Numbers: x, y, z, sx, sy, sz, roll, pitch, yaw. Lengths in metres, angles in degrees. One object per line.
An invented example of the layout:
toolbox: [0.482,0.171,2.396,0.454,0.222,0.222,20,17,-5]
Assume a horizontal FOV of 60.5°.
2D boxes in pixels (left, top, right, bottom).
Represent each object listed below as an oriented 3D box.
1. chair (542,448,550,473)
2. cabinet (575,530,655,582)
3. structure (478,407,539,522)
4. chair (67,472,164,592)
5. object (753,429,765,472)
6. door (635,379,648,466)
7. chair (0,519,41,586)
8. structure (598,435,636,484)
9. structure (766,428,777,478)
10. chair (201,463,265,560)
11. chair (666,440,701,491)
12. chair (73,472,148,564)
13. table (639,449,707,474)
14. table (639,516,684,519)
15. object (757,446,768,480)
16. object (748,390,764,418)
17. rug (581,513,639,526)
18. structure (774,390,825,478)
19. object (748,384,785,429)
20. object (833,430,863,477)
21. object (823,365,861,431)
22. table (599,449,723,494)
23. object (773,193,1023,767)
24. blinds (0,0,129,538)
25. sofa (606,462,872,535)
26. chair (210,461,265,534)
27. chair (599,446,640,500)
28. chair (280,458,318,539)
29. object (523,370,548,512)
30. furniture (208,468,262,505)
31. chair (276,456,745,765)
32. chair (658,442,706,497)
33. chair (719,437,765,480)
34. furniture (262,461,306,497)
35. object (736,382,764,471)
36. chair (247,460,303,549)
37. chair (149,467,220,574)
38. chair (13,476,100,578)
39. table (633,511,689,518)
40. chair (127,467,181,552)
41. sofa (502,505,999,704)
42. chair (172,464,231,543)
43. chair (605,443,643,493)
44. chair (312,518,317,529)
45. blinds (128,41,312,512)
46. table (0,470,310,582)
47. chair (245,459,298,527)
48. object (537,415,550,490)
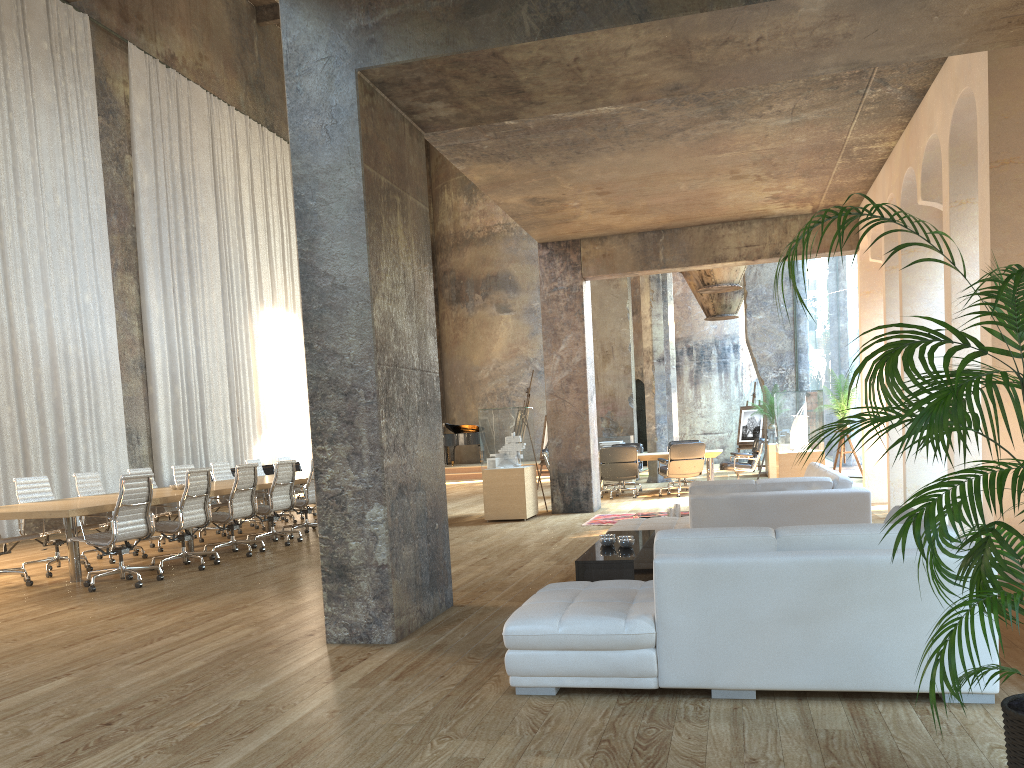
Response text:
chair: [0.977,1.593,15.883,0.822,0.899,0.725,-3,1,10]
cabinet: [0.762,1.322,6.268,0.396,0.371,1.553,-3,-3,14]
structure: [-0.038,1.117,12.269,0.595,1.559,0.736,-2,3,14]
chair: [-3.643,1.344,8.056,0.700,1.033,0.660,-2,2,20]
object: [5.823,1.510,19.936,0.659,0.979,0.566,-3,3,8]
door: [3.897,1.153,26.407,0.110,2.651,0.900,-6,5,-34]
chair: [-4.957,1.438,8.403,0.700,1.033,0.660,-2,2,20]
structure: [2.190,1.616,18.583,0.744,1.022,0.730,-3,2,14]
structure: [5.182,1.328,16.475,0.736,1.022,0.738,-3,2,14]
chair: [-3.191,1.421,9.860,0.700,1.033,0.660,-2,2,20]
chair: [3.160,1.482,16.099,0.731,0.899,0.816,-3,1,15]
chair: [-4.569,1.511,10.074,0.700,1.033,0.660,-3,2,14]
table: [3.822,1.926,21.558,1.873,0.550,0.936,-4,-1,14]
table: [1.666,1.515,9.073,0.791,0.204,1.104,-4,-3,14]
object: [5.291,1.401,17.487,0.654,0.979,0.571,-5,3,-40]
object: [5.721,0.561,19.900,0.689,0.946,0.853,-2,2,35]
rug: [2.203,1.702,11.248,2.466,0.009,1.339,-4,-3,14]
structure: [3.986,0.886,12.190,0.595,1.559,0.736,-2,3,14]
object: [5.106,0.461,17.528,0.860,0.947,0.683,-3,2,17]
object: [4.674,1.155,12.529,0.656,0.979,0.569,-4,3,-22]
object: [4.682,0.198,12.446,0.688,0.946,0.854,-3,1,5]
table: [2.485,1.581,15.497,2.413,0.705,1.098,-4,-1,14]
object: [1.544,0.342,2.651,1.404,1.826,1.346,-3,2,20]
blinds: [-7.918,-2.107,11.601,0.275,8.705,7.776,-2,1,15]
sofa: [2.081,1.184,8.290,2.067,0.726,2.913,-4,-3,14]
chair: [-3.924,1.623,12.698,0.700,1.033,0.660,-2,2,20]
chair: [1.819,1.491,14.917,0.730,0.899,0.816,-3,1,8]
chair: [-2.760,1.494,11.580,0.700,1.033,0.660,-2,2,20]
object: [0.143,0.882,13.114,0.685,2.163,0.695,-2,4,13]
furniture: [-5.334,2.035,16.967,0.709,0.846,1.862,-3,-2,14]
chair: [-0.737,1.509,13.746,12.971,1.038,31.337,-4,-3,14]
chair: [2.806,1.423,14.698,0.728,0.899,0.819,-4,1,-12]
chair: [3.922,1.384,15.120,0.821,0.899,0.725,-3,1,8]
furniture: [-4.756,2.133,19.276,0.709,0.846,1.862,-3,-2,14]
object: [5.781,1.015,21.080,0.701,2.163,0.679,0,5,43]
chair: [-2.976,1.458,10.729,0.700,1.033,0.660,-2,2,23]
chair: [-3.411,1.383,8.972,0.700,1.033,0.660,-3,2,17]
chair: [-4.776,1.476,9.246,0.700,1.033,0.660,-2,2,23]
table: [1.754,1.509,9.428,0.861,0.248,0.368,-4,-1,14]
chair: [-4.354,1.550,10.978,0.700,1.033,0.660,-2,2,20]
sofa: [1.065,1.012,4.228,2.070,0.726,1.065,-4,-1,14]
chair: [-4.139,1.586,11.829,0.700,1.033,0.660,-2,2,23]
chair: [2.079,1.559,16.375,0.731,0.899,0.815,-3,1,21]
chair: [-2.529,1.532,12.480,0.700,1.033,0.660,-3,2,14]
blinds: [-5.826,-1.752,19.957,0.275,8.705,7.776,-2,1,15]
table: [-3.569,1.658,11.365,1.603,0.762,7.673,-4,-3,14]
chair: [-3.703,1.661,13.586,0.700,1.033,0.660,-3,2,17]
object: [0.923,1.123,18.137,0.679,2.163,0.701,-7,5,-44]
